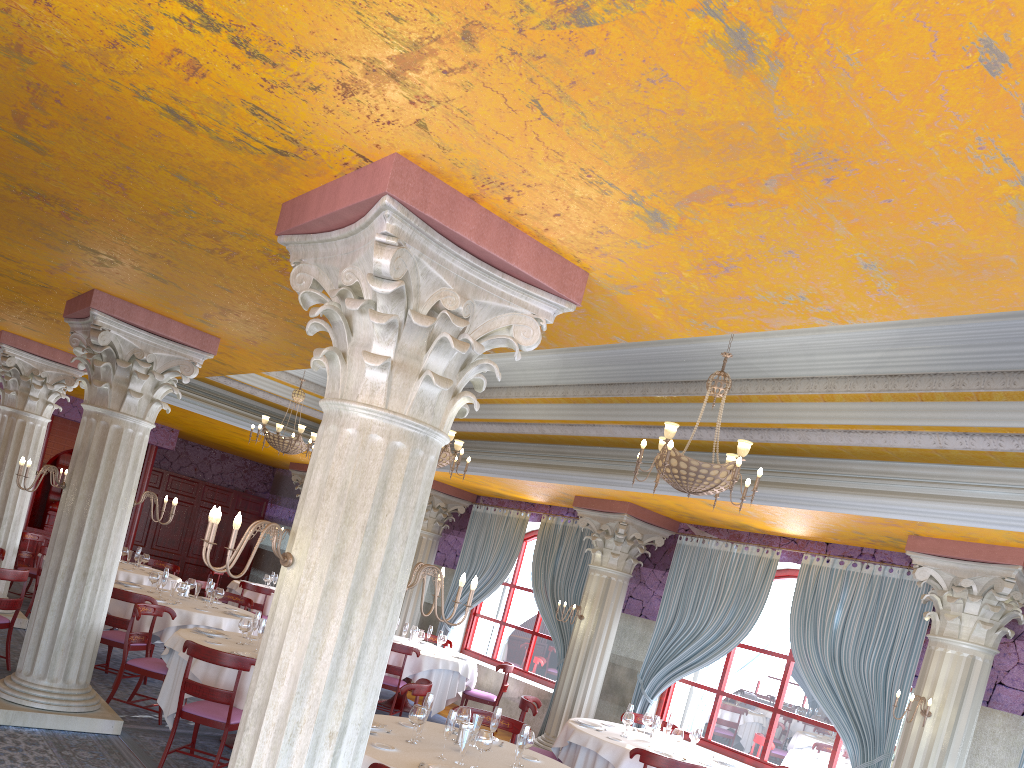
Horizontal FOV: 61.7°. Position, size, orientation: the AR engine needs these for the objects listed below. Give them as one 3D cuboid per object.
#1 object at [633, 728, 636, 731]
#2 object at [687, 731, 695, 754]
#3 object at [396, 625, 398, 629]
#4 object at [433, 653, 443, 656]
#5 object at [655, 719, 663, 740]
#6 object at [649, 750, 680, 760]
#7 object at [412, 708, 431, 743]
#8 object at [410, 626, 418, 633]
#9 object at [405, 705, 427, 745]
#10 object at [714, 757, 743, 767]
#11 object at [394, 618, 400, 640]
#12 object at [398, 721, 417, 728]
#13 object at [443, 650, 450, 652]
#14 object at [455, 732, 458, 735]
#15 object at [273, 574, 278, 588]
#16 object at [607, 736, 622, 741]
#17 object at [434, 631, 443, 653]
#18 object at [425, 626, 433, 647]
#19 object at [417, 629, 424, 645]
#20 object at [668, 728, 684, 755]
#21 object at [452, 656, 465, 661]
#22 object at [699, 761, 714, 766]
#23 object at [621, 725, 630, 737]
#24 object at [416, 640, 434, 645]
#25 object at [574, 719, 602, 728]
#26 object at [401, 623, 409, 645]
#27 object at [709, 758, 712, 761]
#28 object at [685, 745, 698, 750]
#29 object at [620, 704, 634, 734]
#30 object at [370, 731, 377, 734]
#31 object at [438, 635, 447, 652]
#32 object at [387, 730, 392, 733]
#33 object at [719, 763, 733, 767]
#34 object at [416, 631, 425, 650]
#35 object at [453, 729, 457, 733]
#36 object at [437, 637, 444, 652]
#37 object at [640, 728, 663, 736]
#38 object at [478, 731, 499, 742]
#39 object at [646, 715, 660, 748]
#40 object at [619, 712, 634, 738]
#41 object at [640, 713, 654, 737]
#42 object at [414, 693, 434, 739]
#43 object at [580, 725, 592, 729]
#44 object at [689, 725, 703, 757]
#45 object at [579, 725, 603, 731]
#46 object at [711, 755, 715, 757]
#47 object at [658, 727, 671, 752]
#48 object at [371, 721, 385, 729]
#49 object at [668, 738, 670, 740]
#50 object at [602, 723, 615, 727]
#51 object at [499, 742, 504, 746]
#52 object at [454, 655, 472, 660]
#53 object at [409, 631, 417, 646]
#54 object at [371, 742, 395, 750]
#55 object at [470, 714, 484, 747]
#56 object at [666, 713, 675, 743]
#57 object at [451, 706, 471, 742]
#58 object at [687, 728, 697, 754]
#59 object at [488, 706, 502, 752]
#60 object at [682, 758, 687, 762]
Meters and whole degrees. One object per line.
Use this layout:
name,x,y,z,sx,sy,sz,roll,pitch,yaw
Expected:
object,1.422,3.988,9.901,0.054,0.019,0.266,12,-13,13
object,1.932,3.829,9.133,0.083,0.237,0.088,15,0,32
object,-1.800,3.759,12.980,0.088,0.237,0.083,15,0,-35
object,-1.072,3.946,12.466,0.158,0.009,0.163,14,-13,2
object,1.604,3.832,9.510,0.087,0.237,0.084,15,0,-13
object,1.488,3.641,8.390,0.320,0.024,0.314,19,-14,-17
object,-0.644,2.405,6.043,0.083,0.237,0.088,15,0,32
object,-1.540,3.903,13.349,0.118,0.263,0.127,14,-1,43
object,-0.668,2.358,5.929,0.118,0.263,0.127,14,-1,43
object,2.296,4.023,9.087,0.320,0.024,0.314,19,-14,-17
object,-1.783,3.744,13.107,0.072,0.335,0.075,15,1,21
object,-0.791,2.598,6.525,0.165,0.009,0.156,25,-16,-37
object,-1.025,4.187,13.420,0.157,0.009,0.164,12,-13,12
object,-0.424,2.759,6.776,0.022,0.003,0.261,13,-13,8
object,-4.514,3.779,16.283,0.074,0.335,0.073,15,1,-2
object,1.043,3.604,8.695,0.162,0.009,0.159,19,-14,-17
object,-1.097,3.856,12.815,0.074,0.335,0.073,15,1,-2
object,-1.296,3.923,13.317,0.071,0.335,0.076,16,1,43
object,-1.433,3.938,13.322,0.087,0.237,0.084,15,0,-13
object,1.679,3.659,8.762,0.126,0.263,0.119,15,-1,-24
object,-0.782,4.082,12.719,0.230,0.013,0.028,14,-10,5
object,1.965,3.839,8.654,0.165,0.009,0.156,25,-16,-37
object,1.237,3.652,9.167,0.083,0.237,0.088,15,0,32
object,-1.410,4.151,13.729,0.327,0.024,0.307,25,-16,-37
object,0.820,3.663,9.220,0.327,0.024,0.307,25,-16,-37
object,-1.584,3.676,12.605,0.076,0.335,0.072,14,1,-24
object,2.099,3.974,9.072,0.029,0.010,0.144,13,-13,11
object,2.012,4.080,9.608,0.162,0.009,0.159,19,-14,-17
object,1.254,3.637,9.295,0.074,0.335,0.073,15,1,-2
object,-1.048,2.371,5.884,0.254,0.019,0.056,13,-12,10
object,-1.074,3.957,13.059,0.120,0.263,0.125,14,-1,21
object,-0.868,2.478,6.111,0.029,0.010,0.144,13,-13,11
object,2.256,3.975,8.907,0.230,0.013,0.028,14,-10,5
object,-1.358,3.765,12.575,0.120,0.263,0.125,14,-1,21
object,-0.459,2.741,6.777,0.054,0.019,0.266,12,-13,13
object,-1.105,3.935,12.945,0.083,0.237,0.088,15,0,32
object,1.628,4.044,9.917,0.327,0.024,0.307,25,-16,-37
object,-0.254,2.797,6.792,0.306,0.024,0.328,7,-15,31
object,1.453,3.570,8.793,0.074,0.335,0.073,15,1,-2
object,1.213,3.605,9.053,0.126,0.263,0.119,15,-1,-24
object,1.498,3.796,9.537,0.118,0.263,0.127,14,-1,43
object,-0.627,2.390,6.171,0.071,0.335,0.076,16,1,43
object,0.833,3.636,9.047,0.252,0.003,0.023,14,-13,4
object,1.940,3.749,9.003,0.071,0.335,0.076,16,1,43
object,0.833,3.618,9.008,0.254,0.019,0.056,13,-12,10
object,2.281,4.072,9.298,0.254,0.019,0.056,13,-12,10
object,1.566,3.649,8.791,0.083,0.237,0.088,15,0,32
object,-1.061,2.416,6.095,0.320,0.024,0.314,19,-14,-17
object,1.800,4.087,9.879,0.027,0.013,0.240,13,-13,9
object,1.090,3.845,9.650,0.162,0.009,0.159,19,-14,-17
object,-0.081,2.840,6.754,0.027,0.013,0.240,13,-13,9
object,-0.742,4.129,12.899,0.327,0.024,0.307,25,-16,-37
object,-1.472,3.756,12.603,0.087,0.237,0.084,15,0,-13
object,-0.838,2.357,5.571,0.165,0.009,0.156,25,-16,-37
object,-0.277,2.584,6.386,0.083,0.237,0.088,15,0,32
object,1.741,3.816,9.505,0.074,0.335,0.073,15,1,-2
object,-0.384,2.549,6.413,0.123,0.263,0.122,15,-1,-2
object,1.964,3.850,9.247,0.118,0.263,0.127,14,-1,43
object,-0.140,2.569,6.381,0.071,0.335,0.076,16,1,43
object,1.692,3.702,8.406,0.054,0.019,0.266,12,-13,13
